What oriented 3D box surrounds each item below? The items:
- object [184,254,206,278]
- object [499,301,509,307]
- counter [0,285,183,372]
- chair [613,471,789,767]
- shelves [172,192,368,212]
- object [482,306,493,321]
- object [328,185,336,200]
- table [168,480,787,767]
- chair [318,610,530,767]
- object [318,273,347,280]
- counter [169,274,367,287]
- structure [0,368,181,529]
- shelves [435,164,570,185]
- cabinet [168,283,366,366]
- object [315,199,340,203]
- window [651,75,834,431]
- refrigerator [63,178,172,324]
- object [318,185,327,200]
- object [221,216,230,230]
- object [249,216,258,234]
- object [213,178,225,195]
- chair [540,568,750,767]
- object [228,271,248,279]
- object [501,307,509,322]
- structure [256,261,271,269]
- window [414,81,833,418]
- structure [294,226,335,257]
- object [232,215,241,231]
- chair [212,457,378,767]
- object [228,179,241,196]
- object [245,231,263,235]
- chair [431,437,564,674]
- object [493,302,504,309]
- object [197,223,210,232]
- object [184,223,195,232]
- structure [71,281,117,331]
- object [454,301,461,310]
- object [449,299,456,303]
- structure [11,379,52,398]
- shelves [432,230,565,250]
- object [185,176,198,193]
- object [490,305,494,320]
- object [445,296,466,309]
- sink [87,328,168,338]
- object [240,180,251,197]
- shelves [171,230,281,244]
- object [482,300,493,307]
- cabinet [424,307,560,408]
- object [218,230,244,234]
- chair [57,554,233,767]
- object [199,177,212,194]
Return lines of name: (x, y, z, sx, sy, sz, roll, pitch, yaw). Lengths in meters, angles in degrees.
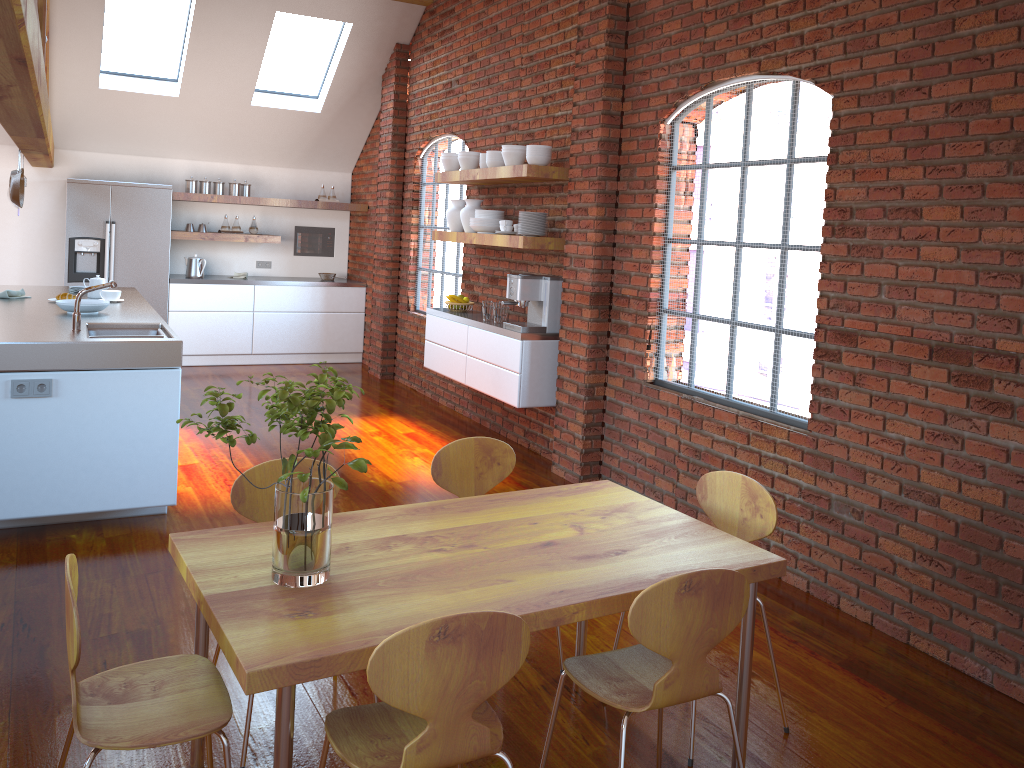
object: (-3.224, -1.201, 8.934, 0.302, 0.237, 0.182, 4, 5, 4)
object: (-0.057, -0.533, 6.227, 0.078, 0.103, 0.078, 3, 5, 2)
counter: (-2.727, -0.404, 5.327, 1.023, 0.129, 3.184, -2, 11, -27)
chair: (0.594, 0.675, 2.785, 0.411, 0.754, 0.443, 0, 5, -32)
shelves: (-2.579, -1.922, 9.306, 1.976, 0.076, 0.663, -2, 11, -27)
object: (-0.176, -0.495, 6.198, 0.078, 0.103, 0.078, 3, 5, 2)
object: (-1.951, -2.068, 9.556, 0.094, 0.191, 0.093, 4, 4, 16)
table: (-0.099, 0.761, 2.403, 1.469, 0.639, 0.826, -2, 9, -31)
chair: (-0.192, 0.793, 1.857, 0.438, 0.754, 0.416, 1, 5, -27)
object: (-1.968, -1.161, 9.575, 0.351, 0.073, 0.195, 12, 13, 43)
counter: (-2.607, -1.096, 9.321, 1.982, 0.044, 0.724, -2, 11, -27)
structure: (-2.745, 0.047, 5.354, 1.022, 0.758, 3.160, -1, 10, -27)
shelves: (-0.105, -1.487, 6.294, 0.337, 0.076, 1.556, -2, 11, -27)
cabinet: (-2.632, -0.667, 9.343, 1.982, 0.812, 0.719, -1, 7, -27)
object: (-2.003, -1.984, 9.532, 0.223, 0.032, 0.197, -2, 11, -29)
window: (1.130, -0.706, 4.396, 0.084, 1.659, 1.282, 2, 5, -27)
refrigerator: (-3.882, -1.088, 8.627, 0.911, 1.761, 0.789, 1, 4, -27)
object: (-2.046, -2.065, 9.502, 0.093, 0.190, 0.094, 2, 4, -15)
object: (-2.949, -1.656, 9.067, 0.093, 0.190, 0.094, 2, 4, -15)
object: (-2.709, -1.670, 9.228, 0.093, 0.191, 0.204, 2, 7, -18)
object: (-3.011, -2.026, 9.037, 0.127, 0.176, 0.130, 0, 6, -32)
chair: (0.337, 0.771, 2.151, 0.438, 0.754, 0.416, 1, 5, -27)
object: (-2.852, -1.136, 9.163, 0.204, 0.061, 0.198, 2, 9, -5)
object: (-0.059, -0.495, 6.229, 0.078, 0.103, 0.078, 3, 5, 2)
structure: (-2.729, -1.310, 9.658, 0.160, 0.079, 0.033, -1, 5, -27)
window: (2.918, -0.654, 5.908, 3.629, 9.829, 17.619, 0, 8, -37)
structure: (-2.218, -1.600, 9.897, 0.456, 0.332, 0.013, -1, 4, -27)
object: (-2.855, -1.659, 9.120, 0.094, 0.191, 0.093, 4, 4, 16)
chair: (-0.644, 0.634, 2.635, 0.438, 0.754, 0.415, 0, 5, -32)
object: (-2.842, -2.013, 9.015, 0.127, 0.176, 0.130, 0, 6, -32)
object: (-2.713, -1.587, 9.232, 0.195, 0.032, 0.226, 0, 10, -18)
chair: (-0.081, 0.593, 3.047, 0.438, 0.754, 0.415, 0, 5, -32)
object: (-0.096, -0.512, 6.092, 0.077, 0.103, 0.079, 2, 6, -15)
object: (-3.150, -1.595, 8.950, 0.106, 0.099, 0.107, 5, 7, 14)
object: (-3.256, -1.582, 8.896, 0.106, 0.081, 0.107, 3, 7, 1)
structure: (-2.074, -0.392, 4.372, 0.200, 0.246, 0.100, 0, 5, -27)
object: (-0.418, -0.609, 6.800, 0.077, 0.065, 0.077, 4, 7, 6)
object: (-0.461, -0.649, 6.831, 0.051, 0.052, 0.045, -2, 8, -39)
structure: (-2.131, 0.017, 3.903, 0.160, 0.079, 0.033, -1, 5, -27)
shelves: (-0.130, -1.037, 6.315, 0.337, 0.076, 1.556, -2, 11, -27)
object: (-3.232, -2.009, 8.870, 0.127, 0.176, 0.130, 0, 6, -32)
object: (-0.156, -0.515, 6.325, 0.078, 0.103, 0.078, 7, 6, 32)
object: (-0.436, -0.627, 6.766, 0.176, 0.094, 0.064, 5, 5, 10)
sink: (-1.935, -0.147, 4.447, 0.408, 0.198, 0.621, -1, 10, -27)
object: (-2.791, -2.043, 9.204, 0.127, 0.176, 0.130, 0, 6, -32)
shelves: (-3.004, -1.528, 9.116, 1.065, 0.076, 0.663, -2, 11, -27)
object: (-0.173, -0.534, 6.196, 0.078, 0.103, 0.078, 3, 5, 2)
cabinet: (-0.174, -0.233, 6.353, 0.337, 0.470, 1.643, 1, 9, -27)
object: (-2.907, -1.575, 9.097, 0.223, 0.032, 0.197, -2, 11, -29)
chair: (-0.814, 0.747, 1.925, 0.411, 0.754, 0.443, 1, 5, -27)
object: (-3.123, -2.017, 8.952, 0.127, 0.176, 0.130, 0, 6, -32)
